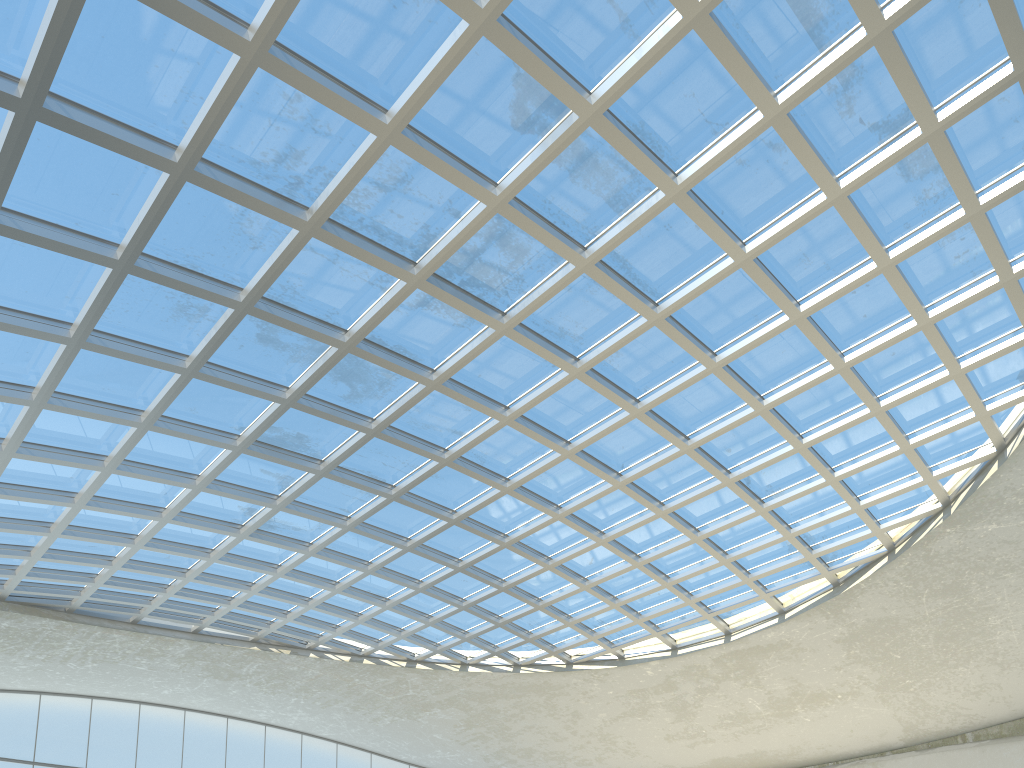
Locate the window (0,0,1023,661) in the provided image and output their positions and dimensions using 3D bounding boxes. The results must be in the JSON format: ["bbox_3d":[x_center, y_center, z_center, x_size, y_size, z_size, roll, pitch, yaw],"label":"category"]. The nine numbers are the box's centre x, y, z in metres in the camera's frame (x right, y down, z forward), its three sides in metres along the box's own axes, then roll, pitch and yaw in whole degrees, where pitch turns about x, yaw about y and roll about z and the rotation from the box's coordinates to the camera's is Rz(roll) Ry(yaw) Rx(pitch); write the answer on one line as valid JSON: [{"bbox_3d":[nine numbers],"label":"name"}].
[{"bbox_3d":[-6.277,7.729,49.952,84.387,9.707,85.033,29,-45,-36],"label":"window"}]
